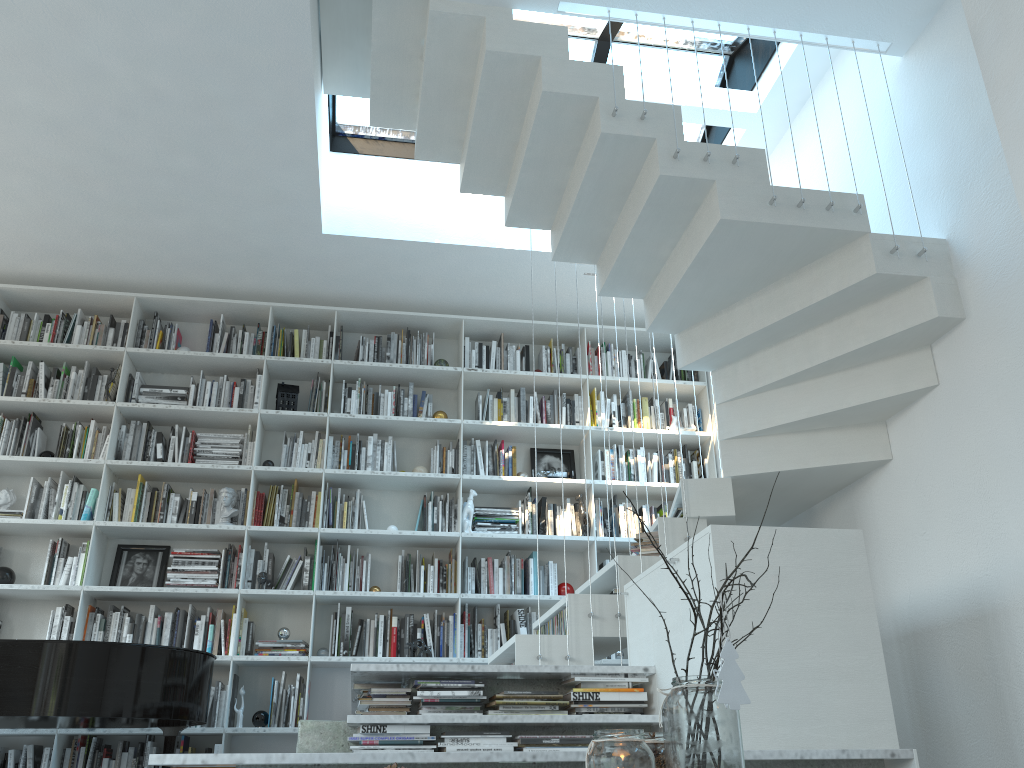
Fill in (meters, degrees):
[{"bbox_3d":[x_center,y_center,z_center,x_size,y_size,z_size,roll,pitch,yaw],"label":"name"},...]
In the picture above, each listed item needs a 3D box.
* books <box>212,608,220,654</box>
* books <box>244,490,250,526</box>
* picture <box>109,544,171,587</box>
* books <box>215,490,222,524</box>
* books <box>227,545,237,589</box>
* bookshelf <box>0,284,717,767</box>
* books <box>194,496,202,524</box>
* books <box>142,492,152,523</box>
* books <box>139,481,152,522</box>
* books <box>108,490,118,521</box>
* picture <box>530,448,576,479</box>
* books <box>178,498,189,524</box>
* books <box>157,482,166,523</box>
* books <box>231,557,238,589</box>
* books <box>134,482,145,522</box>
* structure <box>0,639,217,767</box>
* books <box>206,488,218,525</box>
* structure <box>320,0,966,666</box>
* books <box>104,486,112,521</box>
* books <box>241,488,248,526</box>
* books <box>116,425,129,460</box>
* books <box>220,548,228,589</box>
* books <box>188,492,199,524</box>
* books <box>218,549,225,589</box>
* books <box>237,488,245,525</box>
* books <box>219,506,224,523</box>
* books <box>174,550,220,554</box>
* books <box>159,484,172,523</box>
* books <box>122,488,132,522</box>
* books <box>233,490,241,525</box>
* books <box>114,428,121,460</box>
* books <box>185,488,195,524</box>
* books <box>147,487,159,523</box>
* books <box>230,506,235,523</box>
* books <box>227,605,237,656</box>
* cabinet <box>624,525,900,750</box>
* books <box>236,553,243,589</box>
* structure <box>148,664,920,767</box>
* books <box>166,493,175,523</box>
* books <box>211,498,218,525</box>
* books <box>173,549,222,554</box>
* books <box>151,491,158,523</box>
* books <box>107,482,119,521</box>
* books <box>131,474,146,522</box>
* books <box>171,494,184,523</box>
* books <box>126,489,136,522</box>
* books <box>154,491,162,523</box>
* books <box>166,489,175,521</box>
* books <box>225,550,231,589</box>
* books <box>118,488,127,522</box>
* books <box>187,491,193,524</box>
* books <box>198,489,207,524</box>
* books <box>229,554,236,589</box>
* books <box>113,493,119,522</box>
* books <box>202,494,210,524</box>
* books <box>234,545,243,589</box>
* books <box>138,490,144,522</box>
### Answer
[{"bbox_3d":[-1.710,1.453,5.133,0.010,0.282,0.132,3,-24,-9],"label":"books"},{"bbox_3d":[-1.618,0.795,5.426,0.014,0.259,0.137,3,-24,-9],"label":"books"},{"bbox_3d":[-2.200,1.095,5.242,0.300,0.298,0.078,3,-24,-9],"label":"picture"},{"bbox_3d":[-1.779,0.786,5.398,0.024,0.258,0.127,3,-24,-9],"label":"books"},{"bbox_3d":[-1.667,1.115,5.276,0.011,0.287,0.152,3,-24,-9],"label":"books"},{"bbox_3d":[-1.781,0.960,5.250,6.297,3.128,0.332,3,-24,-9],"label":"bookshelf"},{"bbox_3d":[-1.884,0.799,5.354,0.029,0.199,0.179,3,-24,-9],"label":"books"},{"bbox_3d":[-2.185,0.779,5.335,0.024,0.227,0.148,3,-24,-9],"label":"books"},{"bbox_3d":[-2.198,0.745,5.321,0.010,0.279,0.171,3,-24,-9],"label":"books"},{"bbox_3d":[-2.381,0.766,5.309,0.011,0.234,0.142,3,-24,-9],"label":"books"},{"bbox_3d":[0.275,0.569,5.917,0.300,0.298,0.078,3,-24,-9],"label":"picture"},{"bbox_3d":[-1.979,0.804,5.360,0.050,0.198,0.146,3,-24,-9],"label":"books"},{"bbox_3d":[-2.100,0.753,5.346,0.013,0.282,0.177,3,-24,-9],"label":"books"},{"bbox_3d":[-1.640,1.151,5.271,0.021,0.216,0.132,3,-24,-9],"label":"books"},{"bbox_3d":[-2.218,0.744,5.302,0.015,0.265,0.190,3,-24,-9],"label":"books"},{"bbox_3d":[-2.314,1.533,3.733,1.918,0.829,1.340,3,-24,-9],"label":"structure"},{"bbox_3d":[-1.823,0.779,5.381,0.025,0.257,0.151,3,-24,-9],"label":"books"},{"bbox_3d":[0.339,-0.058,4.141,2.614,3.366,1.963,3,-24,-9],"label":"structure"},{"bbox_3d":[-2.401,0.753,5.302,0.012,0.253,0.161,3,-24,-9],"label":"books"},{"bbox_3d":[-1.630,0.787,5.414,0.014,0.265,0.154,3,-24,-9],"label":"books"},{"bbox_3d":[-2.385,0.408,5.444,0.026,0.266,0.171,3,-24,-9],"label":"books"},{"bbox_3d":[-1.700,1.121,5.256,0.011,0.259,0.185,3,-24,-9],"label":"books"},{"bbox_3d":[-1.912,0.786,5.352,0.029,0.223,0.186,3,-24,-9],"label":"books"},{"bbox_3d":[-1.712,1.125,5.255,0.012,0.253,0.161,3,-24,-9],"label":"books"},{"bbox_3d":[-1.652,0.787,5.428,0.025,0.277,0.108,3,-24,-9],"label":"books"},{"bbox_3d":[-1.750,0.813,5.389,0.035,0.200,0.150,3,-24,-9],"label":"books"},{"bbox_3d":[-1.867,1.018,5.277,0.254,0.012,0.161,5,-24,-12],"label":"books"},{"bbox_3d":[-2.077,0.756,5.332,0.028,0.266,0.190,3,-24,-9],"label":"books"},{"bbox_3d":[-2.297,0.764,5.321,0.026,0.247,0.139,3,-24,-9],"label":"books"},{"bbox_3d":[-1.674,0.790,5.411,0.025,0.258,0.131,3,-24,-9],"label":"books"},{"bbox_3d":[-2.405,0.417,5.448,0.012,0.253,0.161,3,-24,-9],"label":"books"},{"bbox_3d":[-1.946,0.775,5.368,0.014,0.257,0.162,3,-24,-9],"label":"books"},{"bbox_3d":[-2.160,0.769,5.350,0.028,0.258,0.135,3,-24,-9],"label":"books"},{"bbox_3d":[-1.700,0.804,5.420,0.021,0.241,0.103,3,-24,-9],"label":"books"},{"bbox_3d":[-1.619,1.447,5.142,0.011,0.299,0.150,3,-24,-9],"label":"books"},{"bbox_3d":[0.795,0.964,3.169,0.551,0.665,0.997,3,-24,-9],"label":"cabinet"},{"bbox_3d":[-1.598,1.136,5.254,0.034,0.228,0.200,3,-24,-9],"label":"books"},{"bbox_3d":[0.159,1.636,3.797,2.899,0.656,3.126,3,-24,-9],"label":"structure"},{"bbox_3d":[-2.043,0.787,5.341,0.024,0.215,0.176,3,-24,-9],"label":"books"},{"bbox_3d":[-1.802,0.811,5.389,0.022,0.205,0.114,3,-24,-9],"label":"books"},{"bbox_3d":[-1.867,1.006,5.280,0.254,0.012,0.161,2,-24,-5],"label":"books"},{"bbox_3d":[-2.137,0.776,5.329,0.012,0.227,0.170,3,-24,-9],"label":"books"},{"bbox_3d":[-2.392,0.745,5.318,0.010,0.280,0.141,3,-24,-9],"label":"books"},{"bbox_3d":[-2.232,0.720,5.310,0.014,0.316,0.188,3,-24,-9],"label":"books"},{"bbox_3d":[-2.016,0.789,5.346,0.030,0.214,0.169,3,-24,-9],"label":"books"},{"bbox_3d":[-2.268,0.766,5.318,0.029,0.239,0.156,3,-24,-9],"label":"books"},{"bbox_3d":[-2.120,0.777,5.340,0.025,0.235,0.137,3,-24,-9],"label":"books"},{"bbox_3d":[-2.063,0.775,5.357,0.011,0.250,0.131,3,-24,-9],"label":"books"},{"bbox_3d":[-1.679,1.129,5.268,0.013,0.255,0.163,3,-24,-9],"label":"books"},{"bbox_3d":[-2.329,0.761,5.306,0.042,0.241,0.163,3,-24,-9],"label":"books"},{"bbox_3d":[-1.933,0.785,5.361,0.010,0.233,0.175,3,-24,-9],"label":"books"},{"bbox_3d":[-1.862,0.776,5.356,0.012,0.244,0.186,3,-24,-9],"label":"books"},{"bbox_3d":[-1.656,1.144,5.273,0.013,0.231,0.135,3,-24,-9],"label":"books"},{"bbox_3d":[-2.345,0.770,5.286,0.053,0.208,0.157,3,-24,-9],"label":"books"},{"bbox_3d":[-1.850,0.799,5.389,0.025,0.229,0.143,3,-24,-9],"label":"books"},{"bbox_3d":[-1.622,1.116,5.270,0.011,0.278,0.187,3,-24,-9],"label":"books"},{"bbox_3d":[-2.211,0.768,5.329,0.010,0.243,0.150,3,-24,-9],"label":"books"}]
